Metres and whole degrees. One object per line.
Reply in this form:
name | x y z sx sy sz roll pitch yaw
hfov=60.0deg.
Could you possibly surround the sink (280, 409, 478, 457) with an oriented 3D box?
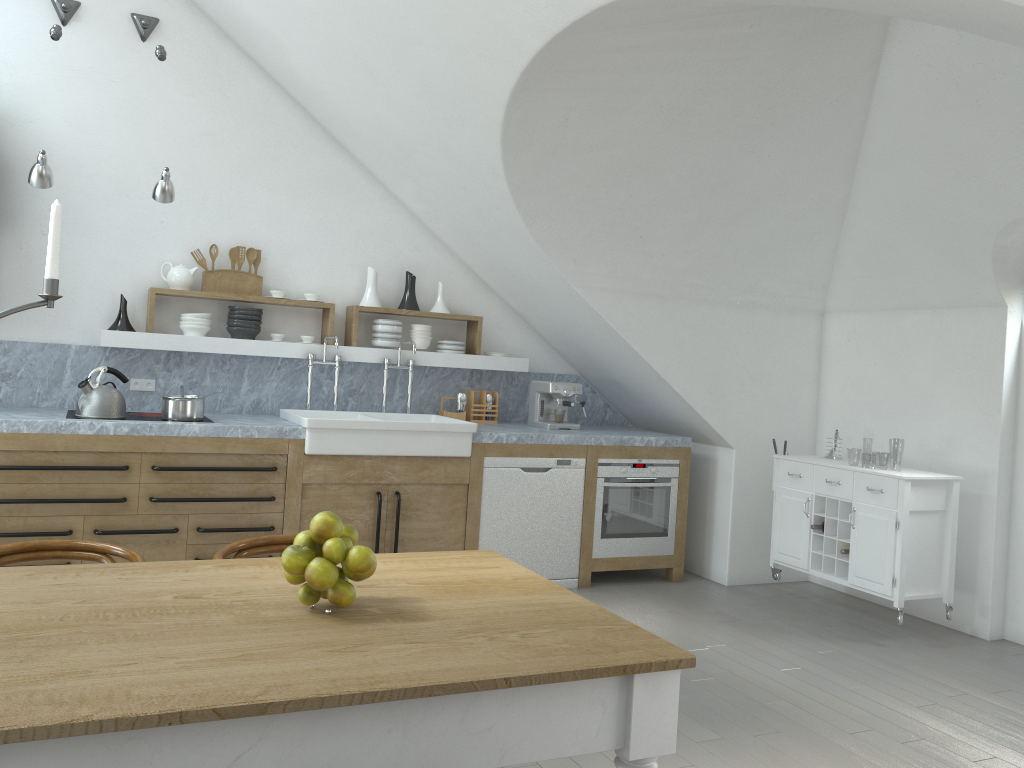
sink | -0.814 0.293 5.307 1.020 0.202 0.728 3 1 -26

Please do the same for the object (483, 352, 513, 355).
object | -0.095 -0.204 6.224 0.213 0.025 0.213 3 1 -38

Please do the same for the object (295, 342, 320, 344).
object | -1.304 -0.257 5.657 0.164 0.012 0.164 3 1 -8

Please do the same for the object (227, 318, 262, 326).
object | -1.647 -0.363 5.460 0.205 0.086 0.205 4 1 17

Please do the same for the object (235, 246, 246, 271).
object | -1.684 -0.700 5.473 0.057 0.299 0.019 4 -1 -26

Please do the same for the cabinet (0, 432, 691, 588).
cabinet | -1.923 0.758 4.948 6.423 1.022 1.004 3 0 -26

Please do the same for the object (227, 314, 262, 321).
object | -1.649 -0.385 5.465 0.205 0.072 0.206 3 1 -38

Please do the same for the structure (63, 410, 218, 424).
structure | -2.031 0.196 4.834 0.737 0.041 0.648 3 1 -26

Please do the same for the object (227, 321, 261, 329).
object | -1.654 -0.335 5.464 0.205 0.086 0.205 4 1 12

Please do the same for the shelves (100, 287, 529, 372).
shelves | -2.319 -0.894 4.999 5.545 1.362 0.480 3 0 -31

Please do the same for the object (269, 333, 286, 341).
object | -1.476 -0.290 5.574 0.098 0.048 0.098 3 1 -28

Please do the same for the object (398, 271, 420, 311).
object | -0.684 -0.622 5.940 0.156 0.268 0.156 4 0 -21

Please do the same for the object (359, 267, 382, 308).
object | -0.922 -0.635 5.829 0.156 0.268 0.156 4 0 -37

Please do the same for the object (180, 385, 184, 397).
object | -1.822 0.095 4.887 0.051 0.167 0.236 4 0 -30

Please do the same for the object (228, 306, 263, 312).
object | -1.646 -0.438 5.472 0.205 0.080 0.205 3 1 -23

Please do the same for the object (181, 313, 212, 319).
object | -1.903 -0.393 5.344 0.181 0.076 0.181 4 1 12

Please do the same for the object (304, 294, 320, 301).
object | -1.280 -0.548 5.663 0.098 0.048 0.098 3 1 -28

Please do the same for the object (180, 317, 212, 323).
object | -1.906 -0.364 5.343 0.181 0.069 0.181 3 1 -8

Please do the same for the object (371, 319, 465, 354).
object | -0.622 -0.313 5.958 0.656 0.196 0.198 3 0 -26

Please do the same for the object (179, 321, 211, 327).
object | -1.910 -0.341 5.341 0.181 0.065 0.181 4 1 12

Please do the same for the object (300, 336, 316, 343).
object | -1.303 -0.281 5.657 0.098 0.048 0.098 3 1 -28

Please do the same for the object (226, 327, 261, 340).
object | -1.656 -0.309 5.464 0.205 0.072 0.206 3 1 -38

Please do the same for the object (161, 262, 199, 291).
object | -1.999 -0.643 5.325 0.167 0.169 0.174 3 0 -42

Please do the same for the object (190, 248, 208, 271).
object | -1.863 -0.694 5.407 0.199 0.259 0.016 4 -1 -15

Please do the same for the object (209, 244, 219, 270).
object | -1.830 -0.710 5.425 0.055 0.299 0.027 4 -1 -26

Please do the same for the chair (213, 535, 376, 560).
chair | -0.678 0.900 2.797 0.527 0.735 0.622 4 0 -29

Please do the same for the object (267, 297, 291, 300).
object | -1.474 -0.535 5.571 0.164 0.012 0.164 3 1 -8

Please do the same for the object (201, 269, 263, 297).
object | -1.724 -0.624 5.466 0.353 0.157 0.084 3 0 -26

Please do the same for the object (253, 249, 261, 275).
object | -1.602 -0.696 5.535 0.057 0.294 0.030 4 -1 -26

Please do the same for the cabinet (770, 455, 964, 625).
cabinet | 2.036 0.877 5.295 0.496 0.789 1.135 4 0 -26

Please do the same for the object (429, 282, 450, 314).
object | -0.487 -0.587 6.045 0.156 0.218 0.156 4 0 -44

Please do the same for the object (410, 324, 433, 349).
object | -0.611 -0.315 5.937 0.158 0.160 0.154 4 0 3

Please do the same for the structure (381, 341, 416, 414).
structure | -0.663 -0.007 5.685 0.333 0.530 0.214 3 0 45

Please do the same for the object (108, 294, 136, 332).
object | -2.276 -0.418 5.187 0.156 0.218 0.156 4 0 -44

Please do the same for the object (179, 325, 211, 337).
object | -1.911 -0.318 5.341 0.181 0.064 0.181 4 1 -3

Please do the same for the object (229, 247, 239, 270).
object | -1.723 -0.703 5.476 0.061 0.299 0.040 4 -1 -28

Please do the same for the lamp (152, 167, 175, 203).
lamp | -1.788 -1.019 4.577 0.112 0.176 0.169 4 0 -33

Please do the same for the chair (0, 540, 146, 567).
chair | -1.334 0.865 2.494 0.527 0.735 0.622 4 0 -22

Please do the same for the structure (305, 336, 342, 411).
structure | -1.103 -0.031 5.475 0.333 0.530 0.214 3 0 45

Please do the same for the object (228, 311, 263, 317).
object | -1.645 -0.410 5.470 0.205 0.084 0.205 4 1 2

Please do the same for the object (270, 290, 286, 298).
object | -1.473 -0.559 5.571 0.098 0.048 0.098 3 1 -28

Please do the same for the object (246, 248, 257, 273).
object | -1.627 -0.697 5.503 0.067 0.298 0.039 4 -1 -26

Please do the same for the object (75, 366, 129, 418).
object | -2.162 0.039 4.680 0.246 0.268 0.246 4 0 -16

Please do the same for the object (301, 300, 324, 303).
object | -1.281 -0.525 5.663 0.164 0.012 0.164 3 1 -8

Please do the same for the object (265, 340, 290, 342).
object | -1.477 -0.267 5.574 0.164 0.012 0.164 3 1 -8

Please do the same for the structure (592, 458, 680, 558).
structure | 0.686 0.790 6.012 0.632 0.637 0.631 3 0 -26

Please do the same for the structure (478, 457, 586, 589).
structure | -0.002 0.848 5.689 0.723 0.823 0.599 4 0 -26

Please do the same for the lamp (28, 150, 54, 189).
lamp | -2.310 -1.043 4.331 0.115 0.178 0.164 4 0 -7

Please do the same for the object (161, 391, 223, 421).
object | -1.737 0.127 4.891 0.232 0.170 0.394 4 1 44
